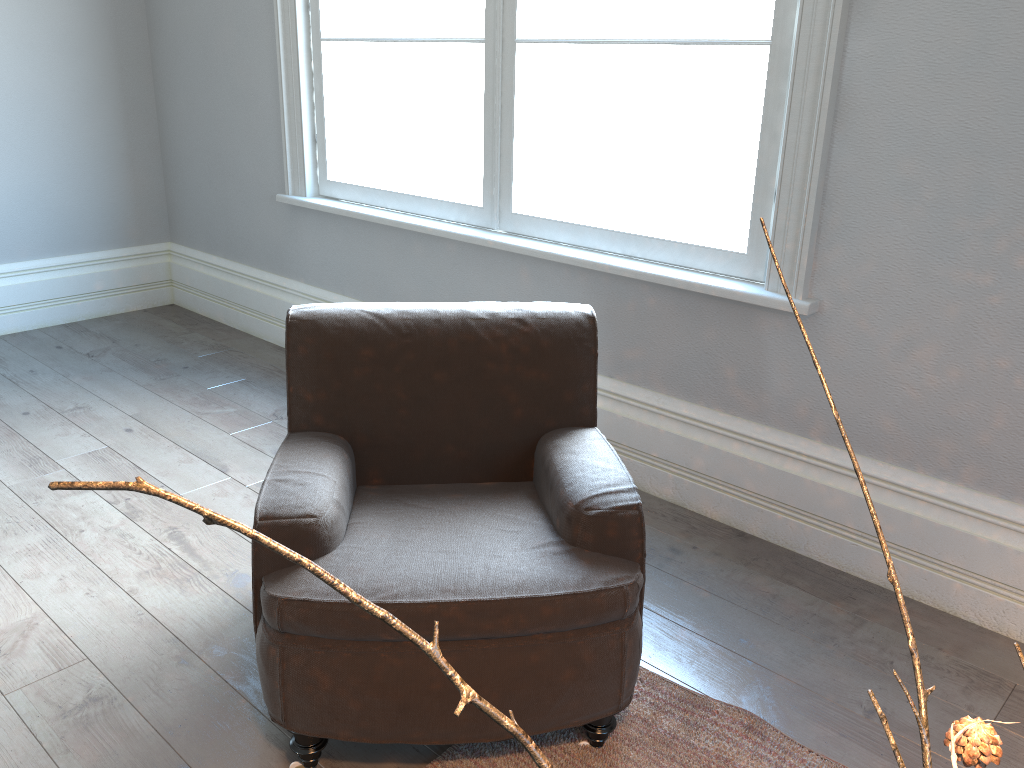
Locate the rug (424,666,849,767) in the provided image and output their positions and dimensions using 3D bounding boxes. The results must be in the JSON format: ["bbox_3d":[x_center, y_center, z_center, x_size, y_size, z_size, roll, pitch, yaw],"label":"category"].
[{"bbox_3d":[0.128,1.238,0.560,2.402,0.090,2.821,19,27,40],"label":"rug"}]

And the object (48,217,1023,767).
[{"bbox_3d":[0.025,0.315,0.241,0.525,1.064,0.855,6,21,13],"label":"object"}]

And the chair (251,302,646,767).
[{"bbox_3d":[-0.149,0.299,2.078,0.807,0.793,0.972,-1,20,-6],"label":"chair"}]
